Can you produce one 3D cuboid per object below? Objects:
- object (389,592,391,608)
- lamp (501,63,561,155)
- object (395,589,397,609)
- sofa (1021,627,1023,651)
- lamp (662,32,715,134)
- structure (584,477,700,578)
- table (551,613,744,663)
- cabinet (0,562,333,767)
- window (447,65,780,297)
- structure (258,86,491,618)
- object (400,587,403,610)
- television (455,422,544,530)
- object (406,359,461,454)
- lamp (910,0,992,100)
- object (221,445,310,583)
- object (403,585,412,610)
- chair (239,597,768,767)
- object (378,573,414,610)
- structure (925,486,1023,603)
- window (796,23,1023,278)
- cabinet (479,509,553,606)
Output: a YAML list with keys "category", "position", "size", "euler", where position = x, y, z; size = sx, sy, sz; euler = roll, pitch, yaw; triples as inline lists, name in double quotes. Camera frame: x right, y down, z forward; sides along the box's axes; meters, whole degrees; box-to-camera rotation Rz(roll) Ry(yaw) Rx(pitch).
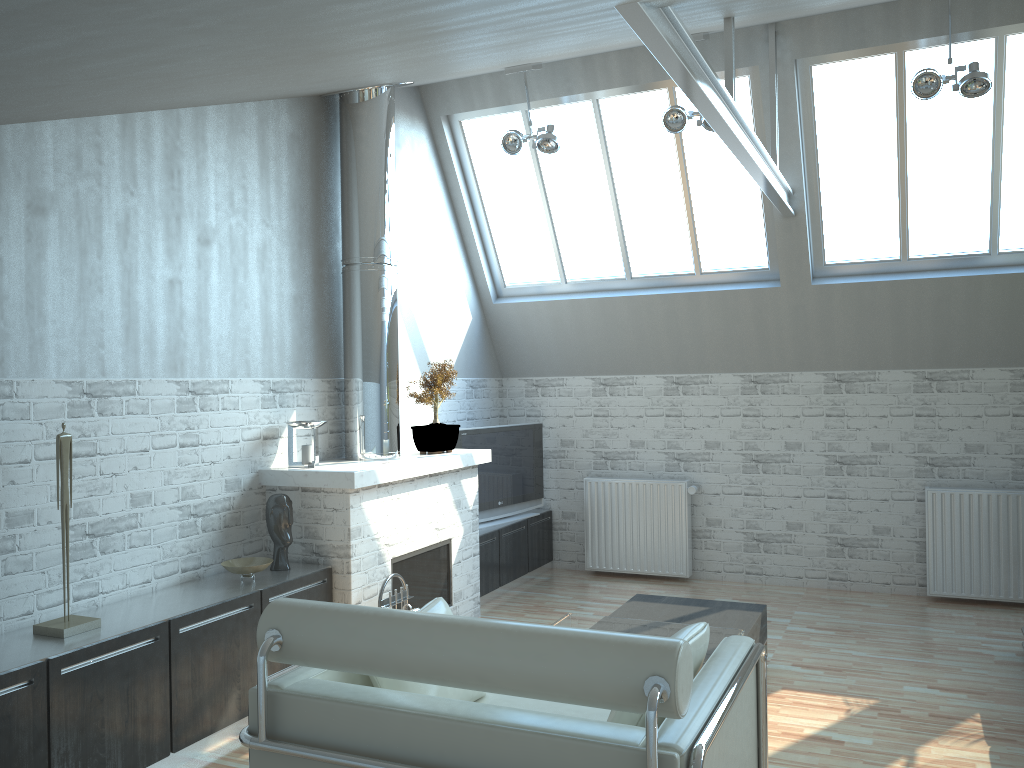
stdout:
- category: "object"
  position: [-1.248, 2.686, 9.484]
  size: [0.146, 0.916, 0.131]
  euler: [-1, 0, 25]
- category: "lamp"
  position: [0.199, -3.670, 11.778]
  size: [0.808, 1.172, 0.619]
  euler: [-1, 0, 28]
- category: "object"
  position: [-1.193, 2.693, 9.616]
  size: [0.145, 0.932, 0.065]
  euler: [-1, 0, 6]
- category: "sofa"
  position: [5.881, 2.083, 7.633]
  size: [2.199, 1.999, 4.866]
  euler: [-1, 0, 24]
- category: "lamp"
  position: [2.212, -3.705, 10.866]
  size: [0.808, 1.172, 0.619]
  euler: [-1, 0, 28]
- category: "structure"
  position: [2.115, 2.309, 14.430]
  size: [1.892, 1.524, 0.508]
  euler: [-1, 0, 24]
- category: "table"
  position: [1.150, 2.707, 8.053]
  size: [1.726, 0.867, 1.015]
  euler: [-1, 0, 24]
- category: "cabinet"
  position: [-3.264, 2.602, 7.588]
  size: [0.914, 1.270, 4.572]
  euler: [-1, 0, 24]
- category: "window"
  position: [1.533, -2.894, 13.360]
  size: [4.651, 2.787, 1.897]
  euler: [-1, 0, 24]
- category: "structure"
  position: [-1.586, -0.376, 11.042]
  size: [1.309, 7.180, 3.302]
  euler: [-1, 0, 24]
- category: "object"
  position: [-1.205, 2.655, 9.727]
  size: [0.025, 0.855, 0.025]
  euler: [-1, 0, -43]
- category: "television"
  position: [-0.302, 1.419, 14.043]
  size: [0.592, 1.514, 2.577]
  euler: [-1, 0, 34]
- category: "object"
  position: [-1.079, 0.284, 11.742]
  size: [0.572, 1.265, 1.115]
  euler: [-1, 0, 28]
- category: "lamp"
  position: [4.786, -3.750, 9.700]
  size: [0.808, 1.172, 0.618]
  euler: [-1, 0, 28]
- category: "object"
  position: [-0.422, 1.910, 8.415]
  size: [4.859, 2.558, 1.528]
  euler: [-1, 0, 23]
- category: "object"
  position: [-1.158, 2.663, 9.831]
  size: [0.155, 0.873, 0.026]
  euler: [-1, 0, 26]
- category: "chair"
  position: [0.073, 2.178, 5.222]
  size: [2.507, 2.001, 2.201]
  euler: [-1, 0, 24]
- category: "object"
  position: [-1.301, 2.641, 9.721]
  size: [0.412, 1.124, 0.584]
  euler: [-1, 0, 24]
- category: "structure"
  position: [6.793, 2.228, 12.311]
  size: [1.892, 1.524, 0.508]
  euler: [-1, 0, 24]
- category: "window"
  position: [6.160, -2.975, 11.264]
  size: [4.651, 2.787, 1.897]
  euler: [-1, 0, 24]
- category: "cabinet"
  position: [-0.376, 2.686, 13.986]
  size: [0.908, 1.016, 3.234]
  euler: [-1, 0, 24]
